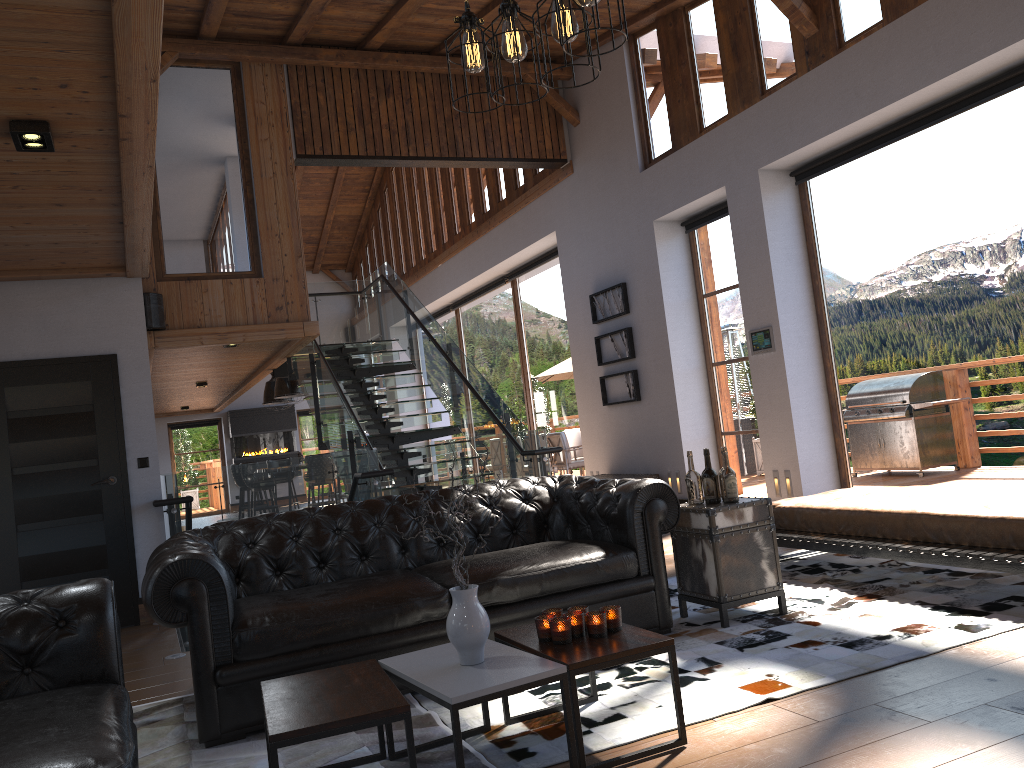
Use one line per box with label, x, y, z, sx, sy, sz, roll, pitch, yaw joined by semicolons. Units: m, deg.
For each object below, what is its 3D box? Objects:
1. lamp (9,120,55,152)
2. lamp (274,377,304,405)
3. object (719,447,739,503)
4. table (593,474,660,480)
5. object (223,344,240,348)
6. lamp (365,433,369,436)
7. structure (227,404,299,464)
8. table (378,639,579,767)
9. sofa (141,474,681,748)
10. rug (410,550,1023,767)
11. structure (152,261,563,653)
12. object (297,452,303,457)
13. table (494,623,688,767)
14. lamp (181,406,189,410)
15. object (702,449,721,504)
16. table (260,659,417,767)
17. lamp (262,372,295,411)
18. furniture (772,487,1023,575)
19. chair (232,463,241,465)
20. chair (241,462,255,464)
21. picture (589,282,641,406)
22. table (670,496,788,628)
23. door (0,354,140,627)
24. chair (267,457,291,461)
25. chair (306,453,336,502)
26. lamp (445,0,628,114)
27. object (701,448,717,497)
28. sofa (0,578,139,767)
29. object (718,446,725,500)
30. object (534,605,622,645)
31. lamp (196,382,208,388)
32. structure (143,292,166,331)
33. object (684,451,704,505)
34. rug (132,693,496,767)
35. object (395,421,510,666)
lamp;-2.123;-1.103;3.925;0.157;0.068;0.258;-6;-3;-24
lamp;-4.202;-1.962;15.990;0.616;4.688;0.626;-8;-4;21
object;1.130;0.476;4.646;0.088;0.286;0.087;-6;-4;-14
table;1.043;1.266;9.783;0.691;0.470;1.242;-6;-3;-24
object;-2.920;-0.430;9.233;0.157;0.068;0.258;-6;-3;-24
lamp;-3.438;1.357;20.543;0.473;0.726;0.467;-6;-3;-15
structure;-5.656;1.366;20.267;1.458;1.650;0.428;-5;-4;-24
table;-0.133;1.114;2.978;0.404;0.350;0.643;-5;-3;-29
sofa;-0.484;0.997;4.531;2.591;0.839;1.227;-6;-3;-25
rug;1.281;1.190;4.744;3.843;0.053;2.408;-6;-3;-23
structure;-0.092;1.365;12.103;9.298;6.402;10.915;-6;-3;-24
object;-3.843;1.361;16.304;0.115;0.254;0.223;-9;-4;29
table;0.258;1.077;3.183;0.404;0.350;0.644;-5;-3;-24
lamp;-6.770;0.498;18.342;0.157;0.068;0.258;-6;-3;-24
object;1.049;0.489;4.698;0.086;0.286;0.088;-10;-5;44
table;-0.564;1.158;2.822;0.403;0.350;0.645;-6;-3;-19
lamp;-4.813;-1.815;17.435;0.616;4.688;0.626;-8;-4;21
furniture;2.522;0.865;5.112;1.186;0.437;2.732;-6;-3;-23
chair;-4.734;1.961;16.023;0.575;1.093;0.497;-4;-4;-40
chair;-4.319;1.868;15.169;0.574;1.093;0.499;-5;-4;-25
picture;1.159;-0.430;10.056;0.060;1.313;0.766;-5;-4;-23
table;1.130;0.926;4.690;0.409;0.609;0.413;-5;-4;-24
door;-3.333;0.833;6.528;0.950;2.056;0.142;-5;-4;-24
chair;-4.669;2.055;18.020;0.509;1.093;0.562;-5;-4;-25
chair;-3.074;1.677;14.385;0.509;1.093;0.562;-5;-4;-25
lamp;-0.037;-1.978;2.735;0.264;2.203;0.793;-5;-4;-33
object;1.067;0.491;4.795;0.087;0.286;0.088;-8;-4;16
sofa;-1.431;0.972;1.792;1.251;0.839;2.540;-6;-3;-24
object;1.152;0.479;4.762;0.088;0.286;0.087;-6;-4;-11
object;0.239;0.862;3.179;0.300;0.081;0.248;-8;-3;15
lamp;-4.740;0.009;13.539;0.157;0.068;0.258;-6;-3;-24
structure;-3.438;-0.688;8.476;0.215;0.349;0.211;-5;-4;-24
object;0.970;0.501;4.755;0.086;0.286;0.089;-10;-5;43
rug;-1.161;1.369;2.446;2.454;0.053;4.004;-6;-3;-23
object;-0.175;0.539;3.053;0.408;0.808;0.616;-6;-3;-12
